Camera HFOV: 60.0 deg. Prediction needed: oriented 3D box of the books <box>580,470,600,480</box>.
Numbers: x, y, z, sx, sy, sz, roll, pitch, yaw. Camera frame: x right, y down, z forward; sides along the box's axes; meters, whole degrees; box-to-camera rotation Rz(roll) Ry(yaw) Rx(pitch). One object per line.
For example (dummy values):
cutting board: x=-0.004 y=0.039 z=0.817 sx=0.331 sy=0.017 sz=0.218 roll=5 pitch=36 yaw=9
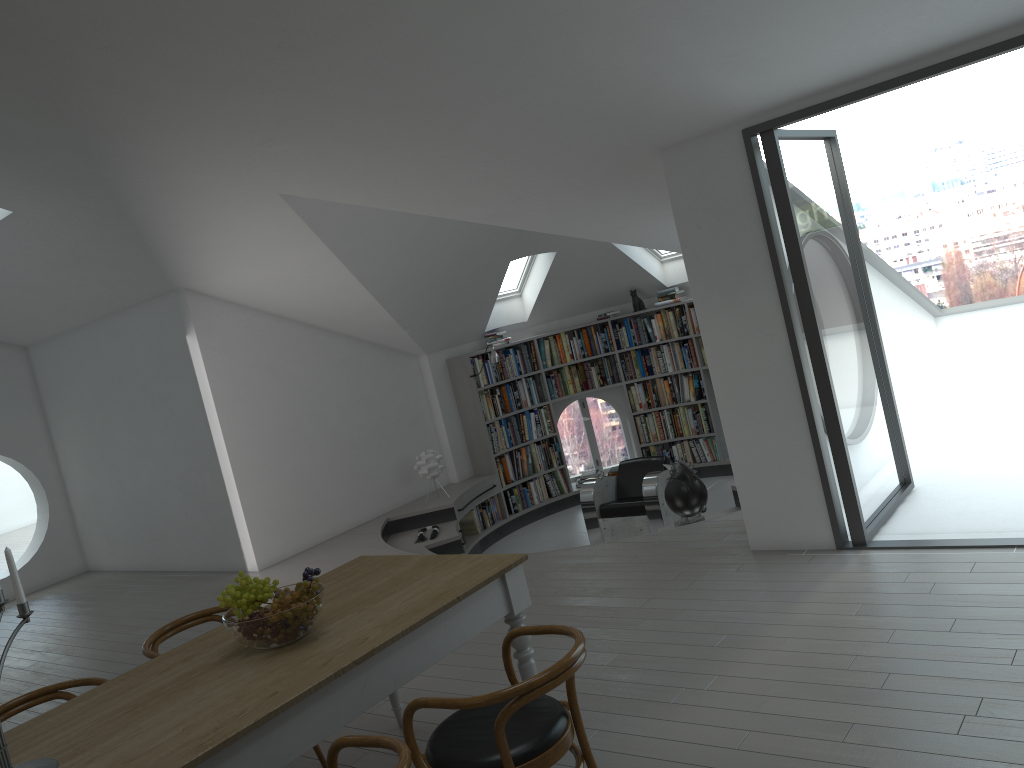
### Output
books: x=0.943 y=1.098 z=10.747 sx=0.213 sy=0.036 sz=0.227 roll=-12 pitch=5 yaw=16

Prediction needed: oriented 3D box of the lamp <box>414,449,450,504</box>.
lamp: x=-0.829 y=0.949 z=9.211 sx=0.305 sy=0.524 sz=0.307 roll=-12 pitch=4 yaw=28

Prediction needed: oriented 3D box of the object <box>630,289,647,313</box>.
object: x=1.479 y=-0.986 z=10.401 sx=0.146 sy=0.264 sz=0.203 roll=-11 pitch=5 yaw=36

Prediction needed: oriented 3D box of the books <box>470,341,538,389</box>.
books: x=-0.159 y=-0.214 z=10.235 sx=1.036 sy=0.361 sz=0.300 roll=-17 pitch=5 yaw=-34

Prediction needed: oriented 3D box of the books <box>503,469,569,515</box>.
books: x=0.239 y=1.235 z=10.353 sx=0.921 sy=0.319 sz=0.282 roll=-17 pitch=5 yaw=-32

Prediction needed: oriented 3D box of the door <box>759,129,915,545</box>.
door: x=1.979 y=-0.352 z=5.289 sx=0.080 sy=2.343 sz=1.056 roll=-11 pitch=4 yaw=39

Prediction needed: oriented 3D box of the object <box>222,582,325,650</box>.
object: x=-0.823 y=0.844 z=3.135 sx=0.359 sy=0.159 sz=0.361 roll=-12 pitch=5 yaw=20

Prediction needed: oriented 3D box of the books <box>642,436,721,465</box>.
books: x=2.031 y=0.793 z=10.458 sx=1.016 sy=0.306 sz=0.289 roll=-12 pitch=4 yaw=24

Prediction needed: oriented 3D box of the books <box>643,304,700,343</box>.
books: x=2.193 y=-0.771 z=9.966 sx=1.561 sy=0.366 sz=0.395 roll=-9 pitch=6 yaw=45

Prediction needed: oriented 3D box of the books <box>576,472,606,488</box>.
books: x=0.959 y=1.162 z=10.751 sx=0.365 sy=0.042 sz=0.389 roll=-13 pitch=5 yaw=6

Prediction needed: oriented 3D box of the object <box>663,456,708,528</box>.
object: x=1.300 y=0.811 z=6.644 sx=0.319 sy=0.562 sz=0.321 roll=-13 pitch=4 yaw=12

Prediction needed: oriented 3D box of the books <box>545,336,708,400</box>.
books: x=1.533 y=-0.234 z=10.347 sx=2.523 sy=0.370 sz=0.593 roll=-12 pitch=5 yaw=20

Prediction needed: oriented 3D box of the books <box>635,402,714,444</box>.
books: x=1.961 y=0.437 z=10.434 sx=1.029 sy=0.357 sz=0.294 roll=-12 pitch=4 yaw=24

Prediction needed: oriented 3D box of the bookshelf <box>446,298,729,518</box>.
bookshelf: x=1.749 y=0.127 z=9.521 sx=4.321 sy=1.877 sz=2.118 roll=-10 pitch=6 yaw=39

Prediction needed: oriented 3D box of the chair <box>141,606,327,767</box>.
chair: x=-1.249 y=1.408 z=3.920 sx=0.620 sy=0.734 sz=0.530 roll=-10 pitch=5 yaw=43

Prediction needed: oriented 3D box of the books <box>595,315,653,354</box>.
books: x=1.309 y=-0.593 z=10.545 sx=0.681 sy=0.345 sz=0.266 roll=-12 pitch=4 yaw=16

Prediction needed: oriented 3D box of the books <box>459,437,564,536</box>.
books: x=-0.038 y=1.125 z=10.122 sx=1.647 sy=0.694 sz=0.389 roll=-18 pitch=5 yaw=-40

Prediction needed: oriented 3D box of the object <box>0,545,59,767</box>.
object: x=-1.535 y=0.715 z=2.392 sx=0.265 sy=0.873 sz=0.777 roll=-13 pitch=4 yaw=14

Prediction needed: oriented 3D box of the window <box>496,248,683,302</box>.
window: x=1.329 y=-1.589 z=9.424 sx=4.044 sy=0.712 sz=1.941 roll=-10 pitch=6 yaw=39

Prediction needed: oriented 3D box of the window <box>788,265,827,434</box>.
window: x=2.176 y=-0.317 z=6.039 sx=0.104 sy=1.468 sz=1.477 roll=-11 pitch=5 yaw=39

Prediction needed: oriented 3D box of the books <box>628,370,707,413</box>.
books: x=1.857 y=0.065 z=10.417 sx=0.995 sy=0.351 sz=0.298 roll=-12 pitch=4 yaw=23

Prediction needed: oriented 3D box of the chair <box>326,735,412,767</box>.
chair: x=-0.467 y=1.359 z=2.279 sx=0.619 sy=0.734 sz=0.530 roll=-11 pitch=5 yaw=36

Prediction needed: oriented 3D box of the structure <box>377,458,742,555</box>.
structure: x=1.097 y=1.166 z=8.498 sx=4.712 sy=0.692 sz=4.715 roll=-14 pitch=5 yaw=-5

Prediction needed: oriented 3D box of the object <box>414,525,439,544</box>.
object: x=-0.806 y=1.437 z=8.512 sx=0.218 sy=0.082 sz=0.474 roll=-14 pitch=5 yaw=2

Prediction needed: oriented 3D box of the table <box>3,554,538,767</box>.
table: x=-1.243 y=1.487 z=2.575 sx=1.015 sy=0.797 sz=3.364 roll=-10 pitch=6 yaw=39

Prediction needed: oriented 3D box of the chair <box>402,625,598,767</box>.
chair: x=0.017 y=1.195 z=2.801 sx=0.619 sy=0.734 sz=0.530 roll=-11 pitch=5 yaw=39

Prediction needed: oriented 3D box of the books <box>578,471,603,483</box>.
books: x=0.951 y=1.129 z=10.749 sx=0.269 sy=0.031 sz=0.287 roll=-12 pitch=5 yaw=16

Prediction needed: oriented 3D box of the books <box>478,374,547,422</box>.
books: x=-0.060 y=0.158 z=10.278 sx=1.092 sy=0.347 sz=0.302 roll=-17 pitch=5 yaw=-35

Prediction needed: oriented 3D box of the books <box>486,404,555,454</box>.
books: x=0.033 y=0.526 z=10.249 sx=1.023 sy=0.358 sz=0.260 roll=-17 pitch=5 yaw=-33

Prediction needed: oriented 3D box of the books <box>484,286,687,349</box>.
books: x=1.060 y=-0.831 z=10.306 sx=2.811 sy=0.173 sz=0.750 roll=-13 pitch=5 yaw=10

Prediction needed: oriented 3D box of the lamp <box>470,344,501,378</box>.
lamp: x=-0.308 y=-0.263 z=9.751 sx=0.412 sy=0.311 sz=0.117 roll=-11 pitch=5 yaw=36

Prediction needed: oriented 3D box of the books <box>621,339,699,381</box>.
books: x=1.783 y=-0.309 z=10.434 sx=1.025 sy=0.358 sz=0.302 roll=-12 pitch=4 yaw=25

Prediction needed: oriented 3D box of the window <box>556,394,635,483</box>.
window: x=1.974 y=0.419 z=10.529 sx=3.223 sy=1.149 sz=0.619 roll=-12 pitch=4 yaw=25

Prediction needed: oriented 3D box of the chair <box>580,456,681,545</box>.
chair: x=1.212 y=1.129 z=8.536 sx=0.821 sy=0.718 sz=0.744 roll=-11 pitch=5 yaw=34

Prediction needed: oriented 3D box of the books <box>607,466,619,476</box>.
books: x=1.312 y=1.055 z=10.671 sx=0.317 sy=0.099 sz=0.293 roll=-10 pitch=6 yaw=41

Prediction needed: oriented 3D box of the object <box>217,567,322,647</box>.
object: x=-0.848 y=0.783 z=3.158 sx=0.393 sy=0.284 sz=0.293 roll=-14 pitch=4 yaw=4

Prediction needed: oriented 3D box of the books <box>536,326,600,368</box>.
books: x=0.644 y=-0.444 z=10.568 sx=0.793 sy=0.372 sz=0.269 roll=-14 pitch=4 yaw=-7

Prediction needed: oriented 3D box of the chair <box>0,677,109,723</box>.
chair: x=-1.658 y=1.559 z=3.333 sx=0.619 sy=0.734 sz=0.530 roll=-11 pitch=5 yaw=39
